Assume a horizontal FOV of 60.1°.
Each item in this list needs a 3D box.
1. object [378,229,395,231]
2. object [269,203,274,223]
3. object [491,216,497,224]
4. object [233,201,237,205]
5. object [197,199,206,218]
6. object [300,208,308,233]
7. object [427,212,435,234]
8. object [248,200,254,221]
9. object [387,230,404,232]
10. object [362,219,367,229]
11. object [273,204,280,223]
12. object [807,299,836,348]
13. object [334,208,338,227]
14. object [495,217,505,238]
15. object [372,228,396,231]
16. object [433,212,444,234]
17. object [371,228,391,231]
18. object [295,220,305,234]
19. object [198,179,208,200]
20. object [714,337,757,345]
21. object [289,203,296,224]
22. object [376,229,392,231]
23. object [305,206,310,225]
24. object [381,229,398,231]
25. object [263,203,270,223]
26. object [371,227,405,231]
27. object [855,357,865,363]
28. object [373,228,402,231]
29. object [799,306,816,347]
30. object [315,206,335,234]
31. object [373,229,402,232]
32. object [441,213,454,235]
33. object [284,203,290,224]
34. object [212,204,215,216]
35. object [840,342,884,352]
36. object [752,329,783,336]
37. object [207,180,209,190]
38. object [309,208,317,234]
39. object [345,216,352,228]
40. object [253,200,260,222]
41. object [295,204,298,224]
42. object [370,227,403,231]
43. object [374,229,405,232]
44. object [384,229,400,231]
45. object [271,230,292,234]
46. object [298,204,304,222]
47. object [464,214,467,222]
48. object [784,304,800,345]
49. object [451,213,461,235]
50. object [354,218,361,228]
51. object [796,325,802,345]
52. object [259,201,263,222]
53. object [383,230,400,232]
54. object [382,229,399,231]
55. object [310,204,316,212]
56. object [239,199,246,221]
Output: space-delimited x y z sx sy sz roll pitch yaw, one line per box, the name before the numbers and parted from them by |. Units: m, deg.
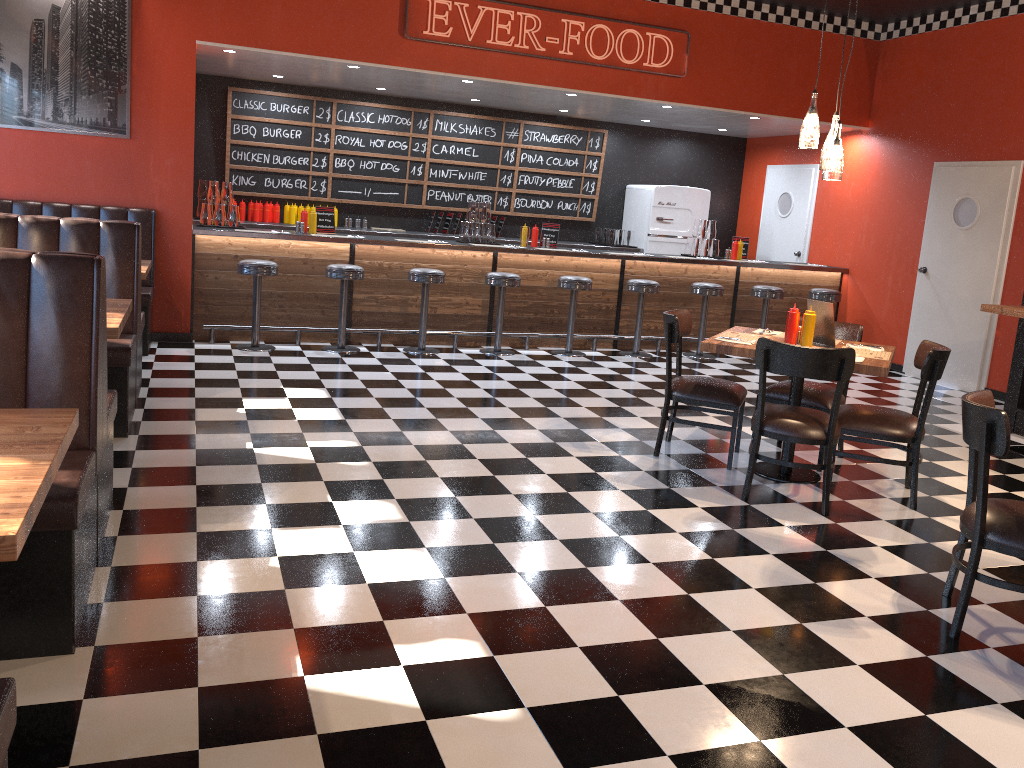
object | -1.465 -1.821 10.451 0.365 0.001 0.263 0 13 -23
object | -2.740 -1.955 10.057 0.068 0.236 0.068 1 10 -19
object | -0.251 -1.934 10.881 0.074 0.256 0.191 2 10 -18
object | -3.097 -1.943 9.858 0.068 0.236 0.068 -4 13 -42
object | -3.322 -1.873 9.497 0.105 0.207 0.106 -2 12 -35
object | -1.976 -1.557 8.423 0.068 0.236 0.068 1 10 -19
object | -0.972 -1.939 10.623 0.070 0.256 0.190 2 10 -13
object | -2.936 -1.952 9.966 0.068 0.236 0.068 2 10 -18
object | -1.465 -1.817 10.451 0.365 0.001 0.263 1 12 -18
object | -1.720 -1.883 10.363 0.047 0.135 0.094 0 11 -25
object | -2.659 -1.939 10.013 0.068 0.236 0.068 2 10 -18
object | 1.770 -0.347 5.071 0.072 0.255 0.189 -1 11 -30
object | -2.056 -1.944 10.271 0.068 0.236 0.068 2 10 -18
object | -0.147 -1.934 10.920 0.072 0.255 0.190 2 10 -15
object | -1.465 -1.822 10.451 0.365 0.001 0.263 0 12 -20
object | -0.883 -1.937 10.649 0.073 0.258 0.194 2 10 -17
object | -1.465 -1.819 10.451 0.365 0.001 0.263 1 12 -17
object | -1.987 -1.481 8.306 0.094 0.135 0.047 7 10 15
object | -3.321 -2.091 9.524 0.105 0.207 0.106 -2 12 -35
object | 1.277 -0.245 4.979 0.256 0.019 0.158 11 13 28
object | -2.487 -1.928 10.023 0.068 0.236 0.068 -4 13 -43
object | -1.465 -1.819 10.451 0.365 0.001 0.263 1 12 -18
object | -2.348 -1.949 10.184 0.068 0.236 0.068 -4 13 -43
object | -1.464 -1.823 10.450 0.365 0.001 0.263 1 12 -17
object | -2.758 -1.936 9.959 0.068 0.236 0.068 2 10 -18
object | -1.464 -1.828 10.450 0.365 0.001 0.263 1 12 -19
object | 1.778 -0.144 4.682 0.158 0.019 0.256 10 13 25
object | -1.464 -1.826 10.450 0.365 0.001 0.263 0 12 -20
object | 1.651 -0.318 4.934 0.068 0.236 0.068 4 9 -6
object | -1.800 -1.579 8.549 0.188 0.255 0.073 -1 11 -30
object | -1.465 -1.816 10.452 0.365 0.001 0.263 1 12 -15
object | -0.779 -1.937 10.689 0.072 0.255 0.189 0 11 -25
object | -2.559 -1.945 10.079 0.068 0.236 0.068 -4 13 -42
object | -3.216 -1.875 9.547 0.105 0.207 0.106 -2 12 -35
object | 2.034 -0.222 5.162 0.255 0.019 0.158 9 12 19
object | 1.574 -0.322 5.468 0.158 0.019 0.256 11 13 27
object | -3.349 -2.116 9.637 0.105 0.207 0.106 -2 12 -35
object | -1.883 -1.541 8.382 0.068 0.236 0.068 1 10 -19
object | -1.908 -1.891 10.330 0.094 0.135 0.047 7 10 15
object | -2.858 -1.933 9.905 0.068 0.236 0.068 -4 13 -42
object | -2.482 -1.948 10.124 0.068 0.236 0.068 2 10 -18
object | -1.464 -1.827 10.450 0.365 0.001 0.263 0 12 -20
object | -1.465 -1.818 10.451 0.365 0.001 0.263 0 12 -21
object | -1.464 -1.825 10.450 0.365 0.001 0.263 1 12 -18
object | -2.120 -1.397 8.130 0.157 0.019 0.257 -1 13 -24
object | -2.408 -1.940 10.113 0.068 0.236 0.068 1 10 -22
object | -0.569 -1.936 10.766 0.070 0.256 0.190 2 10 -17
object | 1.581 -0.336 4.995 0.068 0.236 0.068 8 10 22
object | -0.673 -1.937 10.728 0.072 0.255 0.190 2 10 -15
object | -1.805 -1.892 10.375 0.047 0.135 0.094 9 11 24
object | 1.657 -0.290 5.057 0.047 0.135 0.094 -1 11 -30
object | -2.844 -1.951 9.995 0.068 0.236 0.068 2 10 -18
object | -1.465 -1.814 10.452 0.365 0.001 0.263 1 12 -19
object | -1.464 -1.824 10.450 0.365 0.001 0.263 0 12 -20
object | -2.278 -1.936 10.144 0.068 0.236 0.068 -4 13 -43
object | -3.012 -1.943 9.894 0.068 0.236 0.068 4 9 -4
